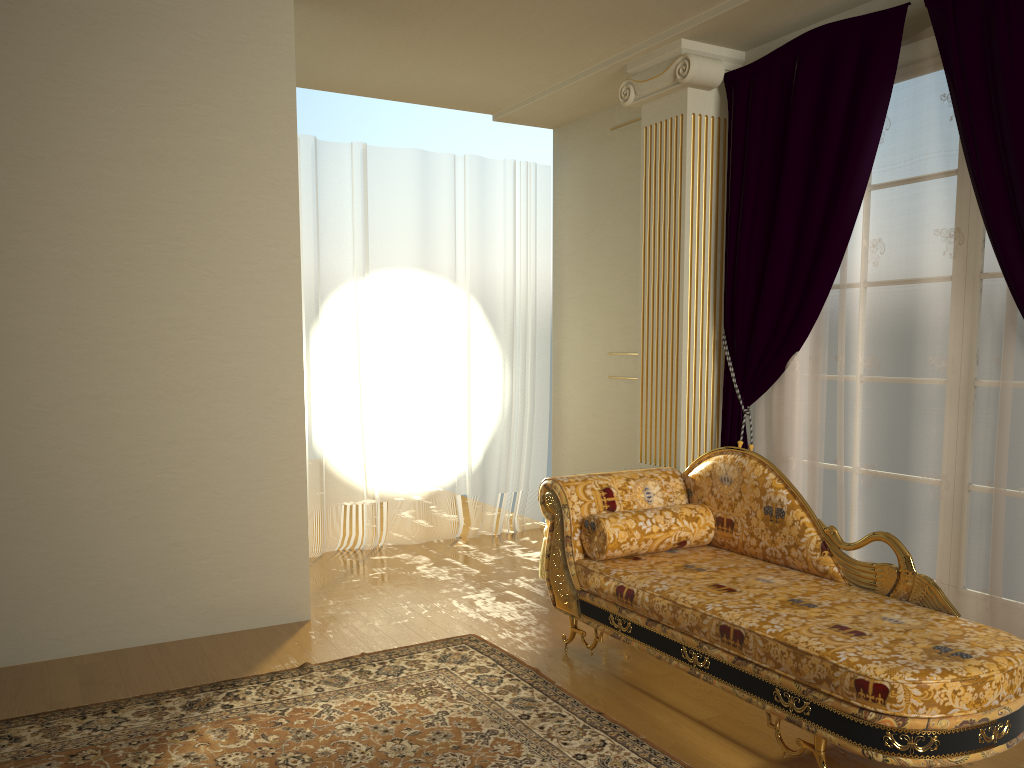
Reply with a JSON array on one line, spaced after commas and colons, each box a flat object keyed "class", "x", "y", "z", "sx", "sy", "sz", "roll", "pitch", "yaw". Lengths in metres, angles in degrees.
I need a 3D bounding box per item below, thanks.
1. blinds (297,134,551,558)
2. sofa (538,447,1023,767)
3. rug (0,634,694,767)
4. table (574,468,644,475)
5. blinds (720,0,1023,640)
[{"class": "blinds", "x": -0.659, "y": -0.208, "z": 5.599, "sx": 2.163, "sy": 2.523, "sz": 0.163, "roll": -2, "pitch": 7, "yaw": -27}, {"class": "sofa", "x": 0.833, "y": 0.711, "z": 3.162, "sx": 0.692, "sy": 0.876, "sz": 1.885, "roll": -3, "pitch": 4, "yaw": -29}, {"class": "rug", "x": -0.980, "y": 1.178, "z": 2.280, "sx": 3.074, "sy": 0.017, "sz": 2.108, "roll": -1, "pitch": 3, "yaw": -29}, {"class": "table", "x": 0.591, "y": 0.776, "z": 4.418, "sx": 0.571, "sy": 0.647, "sz": 0.568, "roll": 1, "pitch": 5, "yaw": 16}, {"class": "blinds", "x": 1.640, "y": -0.199, "z": 3.591, "sx": 0.338, "sy": 2.671, "sz": 2.224, "roll": -4, "pitch": 6, "yaw": -28}]
